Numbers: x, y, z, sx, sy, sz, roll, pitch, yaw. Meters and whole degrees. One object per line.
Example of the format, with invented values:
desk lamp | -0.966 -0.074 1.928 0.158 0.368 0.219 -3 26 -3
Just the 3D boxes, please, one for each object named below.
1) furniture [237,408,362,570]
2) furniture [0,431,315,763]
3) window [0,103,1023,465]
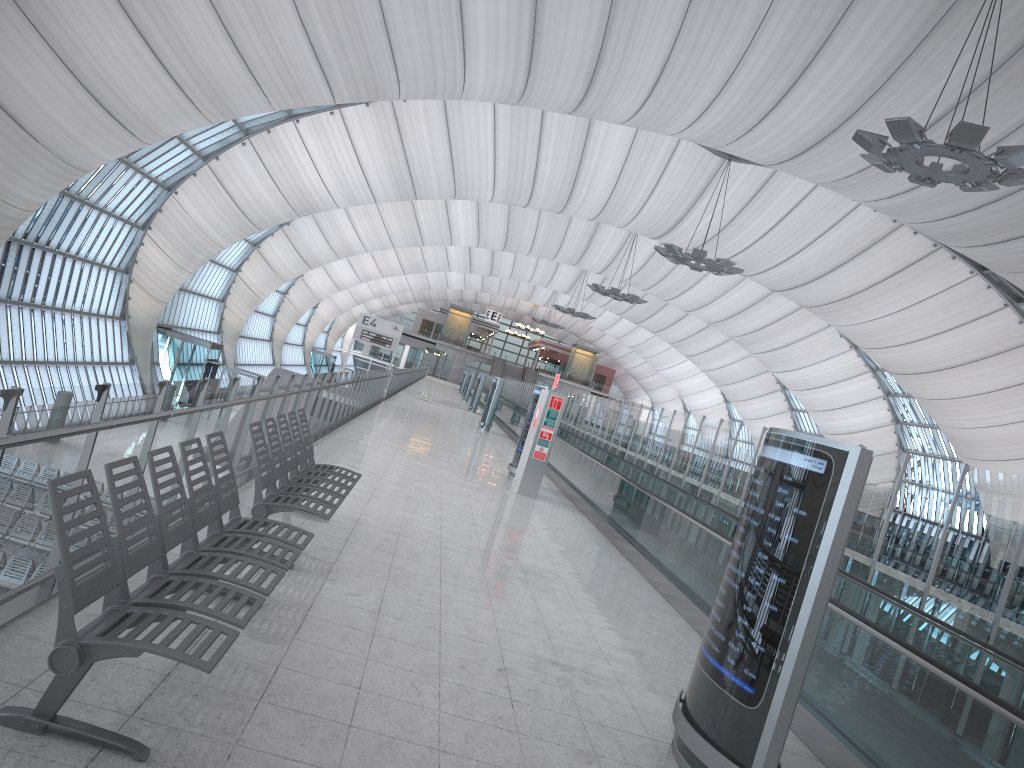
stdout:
furniture | -1.668 0.782 7.180 0.713 0.902 2.520 17 0 -5
furniture | -1.448 0.835 4.167 0.713 0.902 2.520 17 0 -5
window | 3.900 -1.743 75.562 50.537 20.004 167.818 17 0 -5
